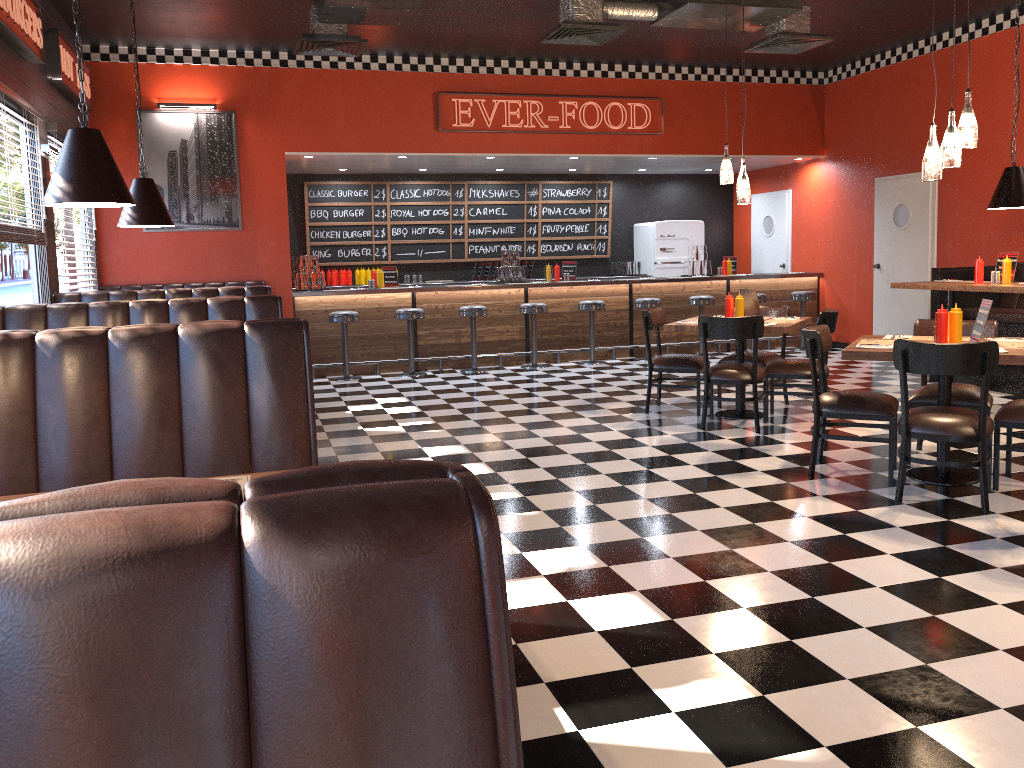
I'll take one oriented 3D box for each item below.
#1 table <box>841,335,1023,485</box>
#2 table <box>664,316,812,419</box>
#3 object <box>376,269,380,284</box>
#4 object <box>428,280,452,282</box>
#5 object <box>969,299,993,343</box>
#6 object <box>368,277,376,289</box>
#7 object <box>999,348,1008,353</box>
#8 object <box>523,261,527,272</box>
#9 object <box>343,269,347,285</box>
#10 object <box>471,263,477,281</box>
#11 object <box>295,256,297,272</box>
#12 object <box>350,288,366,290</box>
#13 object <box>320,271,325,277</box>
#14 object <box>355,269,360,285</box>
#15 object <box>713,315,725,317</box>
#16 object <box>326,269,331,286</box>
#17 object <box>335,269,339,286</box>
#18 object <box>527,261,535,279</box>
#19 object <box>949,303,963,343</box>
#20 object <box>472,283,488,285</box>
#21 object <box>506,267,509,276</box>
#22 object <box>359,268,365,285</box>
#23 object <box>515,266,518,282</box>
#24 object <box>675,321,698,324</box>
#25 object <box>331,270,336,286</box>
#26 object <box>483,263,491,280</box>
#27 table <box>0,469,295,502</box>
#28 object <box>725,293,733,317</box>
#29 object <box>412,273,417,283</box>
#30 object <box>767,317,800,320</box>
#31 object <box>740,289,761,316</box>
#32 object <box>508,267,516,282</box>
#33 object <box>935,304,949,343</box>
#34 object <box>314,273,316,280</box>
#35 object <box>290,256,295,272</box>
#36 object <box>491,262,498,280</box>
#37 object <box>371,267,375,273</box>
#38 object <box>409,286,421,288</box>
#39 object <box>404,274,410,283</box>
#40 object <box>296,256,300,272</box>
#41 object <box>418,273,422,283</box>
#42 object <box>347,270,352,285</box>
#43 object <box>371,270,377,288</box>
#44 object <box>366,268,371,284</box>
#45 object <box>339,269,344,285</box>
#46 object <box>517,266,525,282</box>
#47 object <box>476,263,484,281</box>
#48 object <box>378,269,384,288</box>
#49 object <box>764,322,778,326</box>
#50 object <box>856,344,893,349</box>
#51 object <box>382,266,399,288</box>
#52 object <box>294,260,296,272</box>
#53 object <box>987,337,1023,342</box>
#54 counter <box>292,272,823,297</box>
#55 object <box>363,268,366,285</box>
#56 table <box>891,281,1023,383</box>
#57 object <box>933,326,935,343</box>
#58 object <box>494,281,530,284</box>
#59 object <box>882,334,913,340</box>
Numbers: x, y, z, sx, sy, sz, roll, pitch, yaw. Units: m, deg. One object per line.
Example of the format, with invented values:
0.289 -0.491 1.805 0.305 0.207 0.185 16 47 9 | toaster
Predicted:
2.486 0.153 5.139 0.960 0.770 0.961 2 8 28 | table
1.851 -0.127 7.198 0.957 0.770 0.964 2 8 28 | table
-1.891 -1.532 12.526 0.068 0.237 0.068 -7 8 -40 | object
-1.051 -1.487 12.774 0.365 0.001 0.262 -4 9 -15 | object
2.636 -0.346 4.985 0.072 0.256 0.189 0 7 13 | object
-1.687 -1.214 10.655 0.094 0.135 0.047 1 6 18 | object
2.549 -0.188 4.735 0.157 0.019 0.256 2 9 21 | object
0.174 -1.687 13.137 0.074 0.256 0.190 -3 7 -14 | object
-2.358 -1.510 12.469 0.068 0.237 0.068 -3 6 -15 | object
-0.561 -1.636 12.924 0.070 0.257 0.190 -3 7 -9 | object
-2.922 -1.642 12.128 0.105 0.208 0.106 -5 7 -31 | object
-1.824 -1.127 10.482 0.157 0.019 0.256 -5 9 -21 | object
-2.639 -1.482 12.323 0.068 0.237 0.068 -2 6 0 | object
-2.176 -1.517 12.479 0.068 0.237 0.068 -6 8 -39 | object
1.762 -0.573 7.547 0.157 0.019 0.256 3 10 31 | object
-2.558 -1.494 12.390 0.068 0.237 0.068 -3 6 -14 | object
-2.465 -1.500 12.414 0.068 0.237 0.068 -3 6 -14 | object
0.280 -1.694 13.169 0.072 0.256 0.189 -3 7 -11 | object
2.514 -0.339 5.020 0.068 0.237 0.068 -3 6 -11 | object
-0.404 -1.232 10.941 0.157 0.019 0.256 -5 9 -21 | object
-0.039 -1.403 11.377 0.105 0.208 0.106 2 7 28 | object
-2.106 -1.510 12.418 0.068 0.237 0.068 -7 8 -40 | object
0.074 -1.411 11.411 0.105 0.208 0.106 2 7 28 | object
1.441 -0.496 7.075 0.255 0.019 0.158 4 10 32 | object
-2.484 -1.486 12.324 0.068 0.237 0.068 -6 8 -39 | object
-0.364 -1.649 12.978 0.072 0.256 0.189 -4 7 -21 | object
-1.172 0.733 1.836 1.693 0.770 0.961 -4 8 -16 | table
1.734 -0.615 7.078 0.068 0.237 0.068 1 7 26 | object
-1.400 -1.522 12.725 0.047 0.135 0.094 2 7 28 | object
2.207 -0.537 7.210 0.255 0.019 0.158 2 9 23 | object
1.926 -0.640 7.144 0.072 0.256 0.189 -5 7 -26 | object
-0.001 -1.389 11.275 0.105 0.208 0.106 2 7 28 | object
2.424 -0.333 4.995 0.068 0.237 0.068 -3 6 -11 | object
-2.725 -1.475 12.292 0.068 0.237 0.068 -6 8 -39 | object
-2.986 -1.619 11.983 0.105 0.208 0.106 -5 7 -31 | object
-0.257 -1.657 13.011 0.072 0.256 0.189 -3 7 -11 | object
-1.959 -1.536 12.571 0.068 0.237 0.068 -7 8 -40 | object
-1.164 -1.175 10.692 0.157 0.019 0.256 -3 8 -11 | object
-1.506 -1.513 12.686 0.094 0.135 0.047 1 6 18 | object
-2.880 -1.628 12.020 0.105 0.208 0.106 -5 7 -31 | object
-1.316 -1.522 12.708 0.047 0.135 0.094 -4 7 -21 | object
-2.279 -1.506 12.419 0.068 0.237 0.068 -3 6 -14 | object
-1.676 -1.284 10.775 0.068 0.237 0.068 -3 6 -15 | object
-2.023 -1.525 12.504 0.068 0.237 0.068 -4 6 -18 | object
-2.380 -1.496 12.372 0.068 0.237 0.068 -3 6 -14 | object
0.118 -1.397 11.303 0.105 0.208 0.106 2 7 28 | object
-0.470 -1.641 12.945 0.073 0.259 0.193 -3 7 -14 | object
-1.585 -1.279 10.727 0.068 0.237 0.068 -3 6 -15 | object
1.927 -0.461 6.743 0.157 0.019 0.256 3 9 29 | object
2.089 -0.218 5.030 0.255 0.019 0.158 3 9 28 | object
-1.494 -1.315 10.890 0.188 0.256 0.072 -5 7 -26 | object
-3.008 -1.636 12.098 0.105 0.208 0.106 -5 7 -31 | object
2.874 -0.262 5.187 0.255 0.019 0.158 3 9 30 | object
0.774 -1.297 11.402 7.045 0.050 0.678 -4 9 -16 | counter
-2.096 -1.525 12.519 0.068 0.237 0.068 -3 6 -14 | object
4.115 -0.360 7.588 0.696 0.995 1.699 -4 8 -16 | table
2.459 -0.298 5.111 0.047 0.135 0.094 2 8 33 | object
0.000 -1.302 11.347 0.437 0.018 0.274 -4 9 -16 | object
2.391 -0.293 5.495 0.157 0.019 0.256 3 10 31 | object
